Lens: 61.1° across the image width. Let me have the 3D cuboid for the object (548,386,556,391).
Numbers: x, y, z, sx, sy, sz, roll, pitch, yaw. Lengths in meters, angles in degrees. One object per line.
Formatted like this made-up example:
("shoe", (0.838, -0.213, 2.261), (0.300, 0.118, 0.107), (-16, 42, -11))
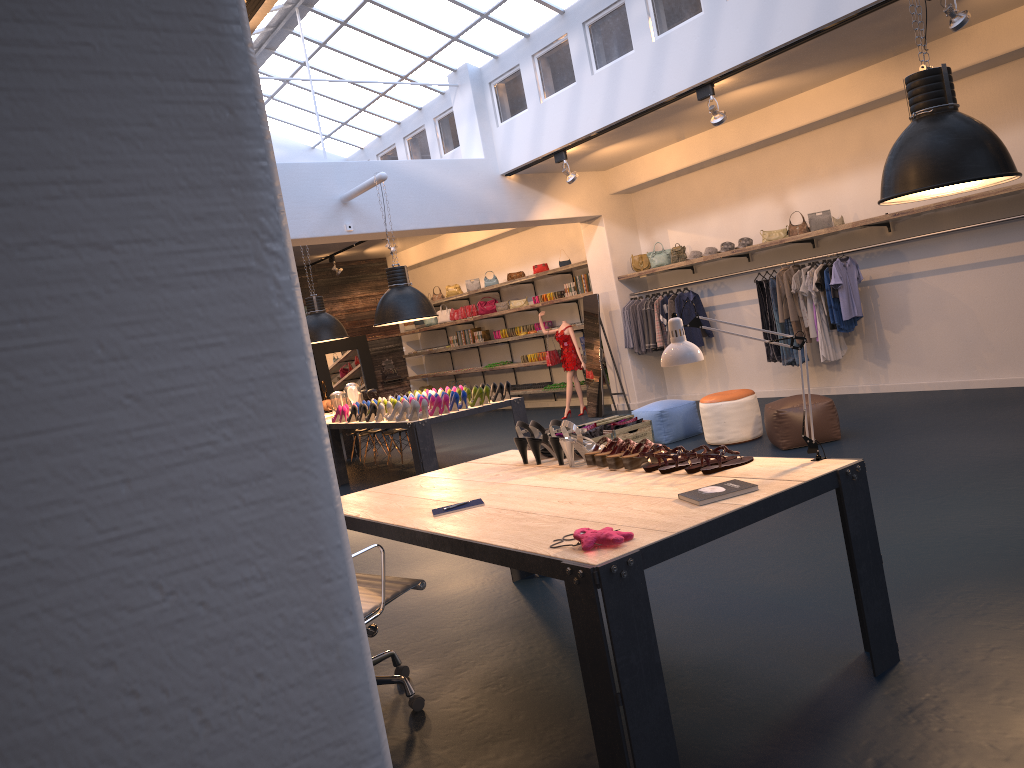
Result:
("object", (0.683, 0.068, 14.606), (0.255, 0.058, 0.076), (-12, 4, -40))

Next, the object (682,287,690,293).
("object", (2.368, -1.273, 11.825), (0.469, 0.219, 0.009), (-12, 2, -36))

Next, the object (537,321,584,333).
("object", (0.941, -0.958, 14.261), (0.524, 0.060, 1.396), (-12, 4, -34))

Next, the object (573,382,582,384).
("object", (1.051, -0.002, 14.217), (0.255, 0.067, 0.078), (-12, 3, -30))

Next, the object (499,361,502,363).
("object", (-0.168, -0.394, 16.258), (0.076, 0.075, 0.256), (-8, 4, 42))

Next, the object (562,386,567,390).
("object", (0.906, 0.049, 14.265), (0.255, 0.058, 0.076), (-12, 4, -40))

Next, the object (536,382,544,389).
("object", (0.517, 0.022, 15.204), (0.194, 0.087, 0.063), (-11, 2, -14))

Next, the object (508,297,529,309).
("object", (0.103, -1.420, 15.231), (0.359, 0.175, 0.234), (-10, 3, 6))

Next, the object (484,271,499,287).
("object", (-0.387, -1.915, 15.784), (0.278, 0.282, 0.095), (-10, 1, -2))

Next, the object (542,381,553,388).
("object", (0.622, 0.013, 15.045), (0.191, 0.087, 0.064), (-10, 2, -9))

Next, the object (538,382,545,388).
("object", (0.552, 0.019, 15.150), (0.194, 0.087, 0.063), (-11, 2, -14))

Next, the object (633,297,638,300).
("object", (1.801, -1.221, 12.655), (0.469, 0.219, 0.009), (-12, 2, -36))

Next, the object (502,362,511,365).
("object", (-0.129, -0.361, 16.028), (0.255, 0.058, 0.076), (-12, 4, -40))

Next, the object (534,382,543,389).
("object", (0.482, 0.025, 15.258), (0.198, 0.087, 0.062), (-11, 2, -22))

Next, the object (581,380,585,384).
("object", (1.197, -0.034, 14.325), (0.078, 0.067, 0.255), (-8, 3, 35))

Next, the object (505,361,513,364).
("object", (-0.075, -0.404, 16.119), (0.078, 0.067, 0.255), (-8, 3, 35))

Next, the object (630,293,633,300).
("object", (1.767, -1.218, 12.707), (0.469, 0.219, 0.009), (-12, 2, -36))

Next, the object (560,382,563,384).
("object", (0.882, -0.004, 14.805), (0.076, 0.075, 0.256), (-8, 4, 42))

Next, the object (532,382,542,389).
("object", (0.448, 0.028, 15.310), (0.197, 0.087, 0.062), (-11, 2, -20))

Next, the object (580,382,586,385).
("object", (1.143, 0.010, 14.234), (0.255, 0.058, 0.076), (-12, 4, -40))

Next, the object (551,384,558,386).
("object", (0.736, 0.026, 14.697), (0.255, 0.068, 0.077), (-12, 3, -29))

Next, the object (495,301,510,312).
("object", (-0.165, -1.399, 15.646), (0.257, 0.175, 0.108), (-9, 2, 15))

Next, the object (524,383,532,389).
("object", (0.305, 0.040, 15.528), (0.187, 0.087, 0.065), (-10, 2, -1))

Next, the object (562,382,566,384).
("object", (0.902, -0.004, 14.722), (0.079, 0.073, 0.254), (-8, 3, 34))

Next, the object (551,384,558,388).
("object", (0.756, 0.026, 14.614), (0.255, 0.064, 0.079), (-12, 3, -29))

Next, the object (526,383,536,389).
("object", (0.339, 0.037, 15.476), (0.184, 0.087, 0.066), (-10, 2, 3))

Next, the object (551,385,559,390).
("object", (0.740, 0.062, 14.545), (0.255, 0.058, 0.076), (-12, 4, -40))

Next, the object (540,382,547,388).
("object", (0.587, 0.016, 15.098), (0.193, 0.087, 0.063), (-11, 2, -13))

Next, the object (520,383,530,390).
("object", (0.236, 0.046, 15.635), (0.190, 0.087, 0.064), (-10, 2, -6))

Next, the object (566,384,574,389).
("object", (0.964, 0.042, 14.205), (0.255, 0.058, 0.076), (-12, 4, -40))

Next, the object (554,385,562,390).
("object", (0.774, 0.060, 14.466), (0.255, 0.058, 0.076), (-12, 4, -40))

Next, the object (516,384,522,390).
("object", (0.167, 0.052, 15.740), (0.193, 0.087, 0.063), (-11, 2, -12))

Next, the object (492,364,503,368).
("object", (-0.275, -0.330, 15.920), (0.255, 0.058, 0.076), (-12, 4, -40))

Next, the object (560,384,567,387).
("object", (0.887, 0.016, 14.414), (0.256, 0.063, 0.077), (-12, 3, -32))

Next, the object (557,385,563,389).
("object", (0.818, 0.056, 14.411), (0.255, 0.058, 0.076), (-12, 4, -40))

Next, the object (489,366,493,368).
("object", (-0.366, -0.322, 16.059), (0.255, 0.058, 0.076), (-12, 4, -40))

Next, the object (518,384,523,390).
("object", (0.201, 0.049, 15.687), (0.191, 0.087, 0.064), (-10, 2, -8))

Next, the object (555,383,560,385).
("object", (0.798, 0.004, 14.882), (0.239, 0.053, 0.083), (-10, 3, -6))

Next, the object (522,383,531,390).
("object", (0.271, 0.043, 15.580), (0.190, 0.087, 0.064), (-10, 2, -6))

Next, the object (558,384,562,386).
("object", (0.828, 0.017, 14.557), (0.255, 0.067, 0.078), (-12, 3, -30))

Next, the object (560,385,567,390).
("object", (0.872, 0.050, 14.344), (0.255, 0.058, 0.076), (-12, 4, -40))

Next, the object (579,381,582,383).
("object", (1.125, -0.026, 14.382), (0.079, 0.073, 0.254), (-8, 3, 34))

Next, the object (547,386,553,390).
("object", (0.649, 0.070, 14.684), (0.255, 0.058, 0.076), (-12, 4, -40))

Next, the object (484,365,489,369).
("object", (-0.454, -0.315, 16.205), (0.255, 0.058, 0.076), (-12, 4, -40))

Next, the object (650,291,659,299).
("object", (2.017, -1.241, 12.332), (0.469, 0.219, 0.009), (-12, 2, -36))

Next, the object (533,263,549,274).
("object", (0.479, -1.920, 14.445), (0.280, 0.149, 0.113), (-10, 2, -2))

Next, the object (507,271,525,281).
("object", (0.097, -1.886, 15.107), (0.386, 0.141, 0.375), (-11, 3, -23))

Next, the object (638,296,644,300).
("object", (1.865, -1.228, 12.564), (0.469, 0.219, 0.009), (-12, 2, -36))

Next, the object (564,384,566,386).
("object", (0.960, 0.007, 14.357), (0.255, 0.068, 0.077), (-12, 3, -29))

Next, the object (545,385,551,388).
("object", (0.664, 0.035, 14.753), (0.256, 0.063, 0.077), (-12, 3, -32))
